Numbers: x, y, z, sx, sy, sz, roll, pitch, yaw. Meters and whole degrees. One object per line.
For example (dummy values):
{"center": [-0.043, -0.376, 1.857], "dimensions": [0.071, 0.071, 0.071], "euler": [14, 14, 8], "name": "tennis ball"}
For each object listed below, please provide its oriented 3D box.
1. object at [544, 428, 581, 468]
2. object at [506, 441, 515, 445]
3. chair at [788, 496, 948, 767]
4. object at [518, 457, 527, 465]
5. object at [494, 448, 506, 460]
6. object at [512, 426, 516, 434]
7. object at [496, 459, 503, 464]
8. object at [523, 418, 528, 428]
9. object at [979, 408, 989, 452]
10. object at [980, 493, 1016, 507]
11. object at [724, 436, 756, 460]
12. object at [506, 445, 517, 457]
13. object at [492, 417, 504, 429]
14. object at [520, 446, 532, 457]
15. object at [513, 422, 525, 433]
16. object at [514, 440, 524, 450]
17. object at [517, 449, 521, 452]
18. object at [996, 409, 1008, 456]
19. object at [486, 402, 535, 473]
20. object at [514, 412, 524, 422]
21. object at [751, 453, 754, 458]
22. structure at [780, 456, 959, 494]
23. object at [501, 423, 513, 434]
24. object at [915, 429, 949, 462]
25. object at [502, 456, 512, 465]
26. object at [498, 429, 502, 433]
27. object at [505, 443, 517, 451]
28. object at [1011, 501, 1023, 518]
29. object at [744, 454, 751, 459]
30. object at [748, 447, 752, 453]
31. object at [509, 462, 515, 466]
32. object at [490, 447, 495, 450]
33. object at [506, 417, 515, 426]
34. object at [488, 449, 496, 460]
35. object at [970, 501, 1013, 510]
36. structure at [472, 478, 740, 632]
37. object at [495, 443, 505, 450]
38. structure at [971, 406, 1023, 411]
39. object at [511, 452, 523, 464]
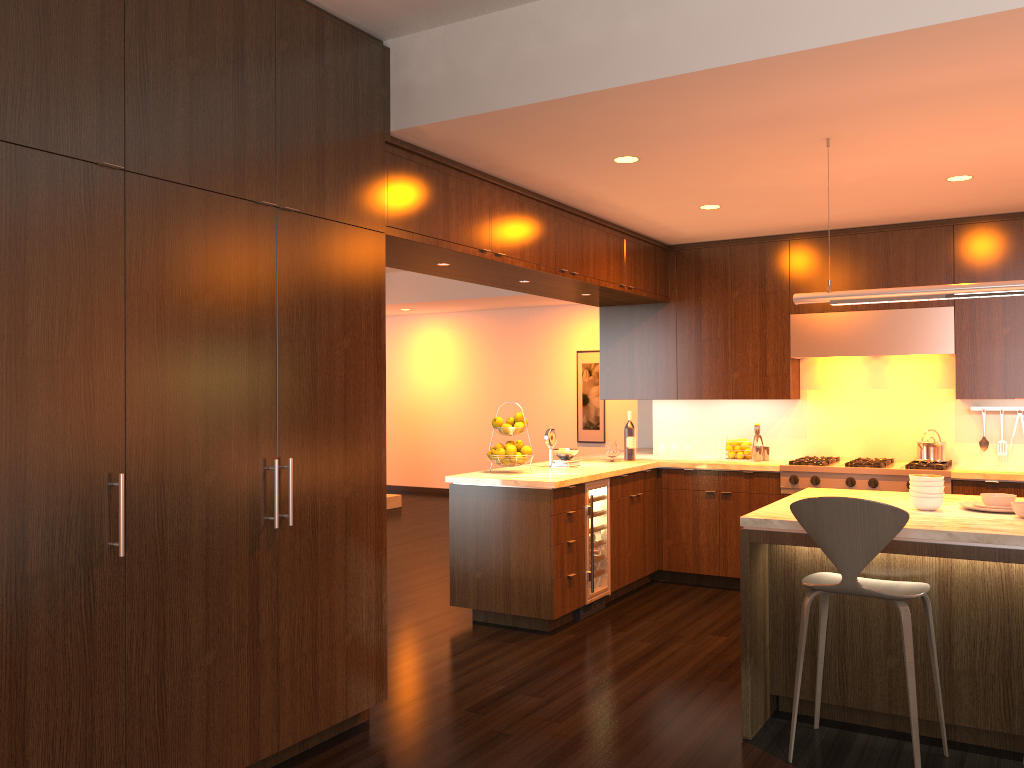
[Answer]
{"center": [0.359, 0.446, 6.203], "dimensions": [0.231, 0.266, 0.191], "euler": [-1, -1, 33], "name": "object"}
{"center": [-0.010, 0.395, 5.782], "dimensions": [0.063, 0.059, 0.061], "euler": [0, -1, -26], "name": "object"}
{"center": [1.352, 0.936, 3.427], "dimensions": [0.520, 1.047, 0.506], "euler": [-1, -1, 36], "name": "chair"}
{"center": [0.059, 0.486, 5.765], "dimensions": [0.078, 0.075, 0.078], "euler": [0, -1, 9], "name": "object"}
{"center": [-0.076, 0.448, 5.683], "dimensions": [0.077, 0.077, 0.077], "euler": [-1, -1, 42], "name": "object"}
{"center": [0.017, 0.291, 5.825], "dimensions": [0.071, 0.072, 0.071], "euler": [0, -1, -28], "name": "object"}
{"center": [-0.077, 0.497, 5.771], "dimensions": [0.056, 0.053, 0.057], "euler": [0, -1, -9], "name": "object"}
{"center": [0.072, 0.254, 5.814], "dimensions": [0.071, 0.074, 0.070], "euler": [0, -1, -38], "name": "object"}
{"center": [3.233, 0.315, 6.075], "dimensions": [0.061, 0.296, 0.020], "euler": [-1, -1, 29], "name": "object"}
{"center": [2.099, 0.508, 3.827], "dimensions": [0.138, 0.059, 0.139], "euler": [0, -1, -34], "name": "object"}
{"center": [1.758, 0.490, 6.837], "dimensions": [0.207, 0.175, 0.189], "euler": [-1, -1, 29], "name": "object"}
{"center": [-0.004, 0.427, 5.648], "dimensions": [0.068, 0.077, 0.079], "euler": [0, -1, 6], "name": "object"}
{"center": [-0.092, 0.252, 5.767], "dimensions": [0.077, 0.079, 0.075], "euler": [-1, -1, 40], "name": "object"}
{"center": [0.092, 0.433, 5.712], "dimensions": [0.077, 0.074, 0.078], "euler": [0, -1, -44], "name": "object"}
{"center": [0.047, 0.282, 5.753], "dimensions": [0.078, 0.077, 0.077], "euler": [0, -1, -43], "name": "object"}
{"center": [0.046, 0.393, 5.726], "dimensions": [0.062, 0.063, 0.060], "euler": [-1, -1, 38], "name": "object"}
{"center": [0.042, 0.431, 5.803], "dimensions": [0.070, 0.072, 0.071], "euler": [0, -1, -6], "name": "object"}
{"center": [3.327, 0.329, 6.023], "dimensions": [0.066, 0.314, 0.004], "euler": [-1, -1, 31], "name": "object"}
{"center": [-0.010, 0.347, 5.781], "dimensions": [0.324, 0.461, 0.324], "euler": [0, -1, -10], "name": "object"}
{"center": [0.046, 0.219, 5.770], "dimensions": [0.068, 0.072, 0.071], "euler": [0, -1, -13], "name": "object"}
{"center": [1.848, 0.547, 6.861], "dimensions": [0.053, 0.052, 0.062], "euler": [0, -1, 13], "name": "object"}
{"center": [2.512, 0.552, 6.215], "dimensions": [1.067, 0.422, 0.824], "euler": [-1, -1, 31], "name": "structure"}
{"center": [-0.033, 0.291, 5.744], "dimensions": [0.078, 0.072, 0.077], "euler": [0, -1, -3], "name": "object"}
{"center": [2.906, 0.422, 6.146], "dimensions": [0.221, 0.218, 0.221], "euler": [-1, -1, 15], "name": "object"}
{"center": [-0.033, 0.491, 5.725], "dimensions": [0.063, 0.069, 0.070], "euler": [0, -1, -7], "name": "object"}
{"center": [-0.056, 0.291, 5.813], "dimensions": [0.070, 0.068, 0.062], "euler": [0, -1, -10], "name": "object"}
{"center": [-0.009, 0.418, 5.717], "dimensions": [0.077, 0.075, 0.077], "euler": [0, -1, 4], "name": "object"}
{"center": [2.090, 0.511, 3.576], "dimensions": [0.138, 0.059, 0.139], "euler": [0, -1, -34], "name": "object"}
{"center": [1.804, 0.547, 6.785], "dimensions": [0.051, 0.053, 0.063], "euler": [0, -1, -18], "name": "object"}
{"center": [1.820, 0.512, 6.810], "dimensions": [0.051, 0.055, 0.061], "euler": [-1, -1, 43], "name": "object"}
{"center": [-0.007, 0.503, 5.790], "dimensions": [0.062, 0.062, 0.062], "euler": [0, -1, -15], "name": "object"}
{"center": [-0.117, 0.444, 5.861], "dimensions": [0.057, 0.058, 0.054], "euler": [0, -1, -39], "name": "object"}
{"center": [-0.009, 0.248, 5.795], "dimensions": [0.061, 0.063, 0.062], "euler": [0, -1, -35], "name": "object"}
{"center": [-0.124, 0.458, 5.748], "dimensions": [0.068, 0.069, 0.065], "euler": [0, -1, 7], "name": "object"}
{"center": [2.099, 0.529, 3.827], "dimensions": [0.216, 0.025, 0.217], "euler": [0, -1, -42], "name": "object"}
{"center": [1.989, 1.051, 6.053], "dimensions": [3.400, 0.862, 3.060], "euler": [-1, -1, 31], "name": "structure"}
{"center": [-0.077, 0.419, 5.751], "dimensions": [0.067, 0.071, 0.069], "euler": [0, -1, -24], "name": "object"}
{"center": [3.401, 0.167, 5.987], "dimensions": [0.541, 0.031, 0.048], "euler": [-1, -1, 34], "name": "structure"}
{"center": [0.030, 0.474, 5.689], "dimensions": [0.078, 0.076, 0.078], "euler": [-1, -1, 18], "name": "object"}
